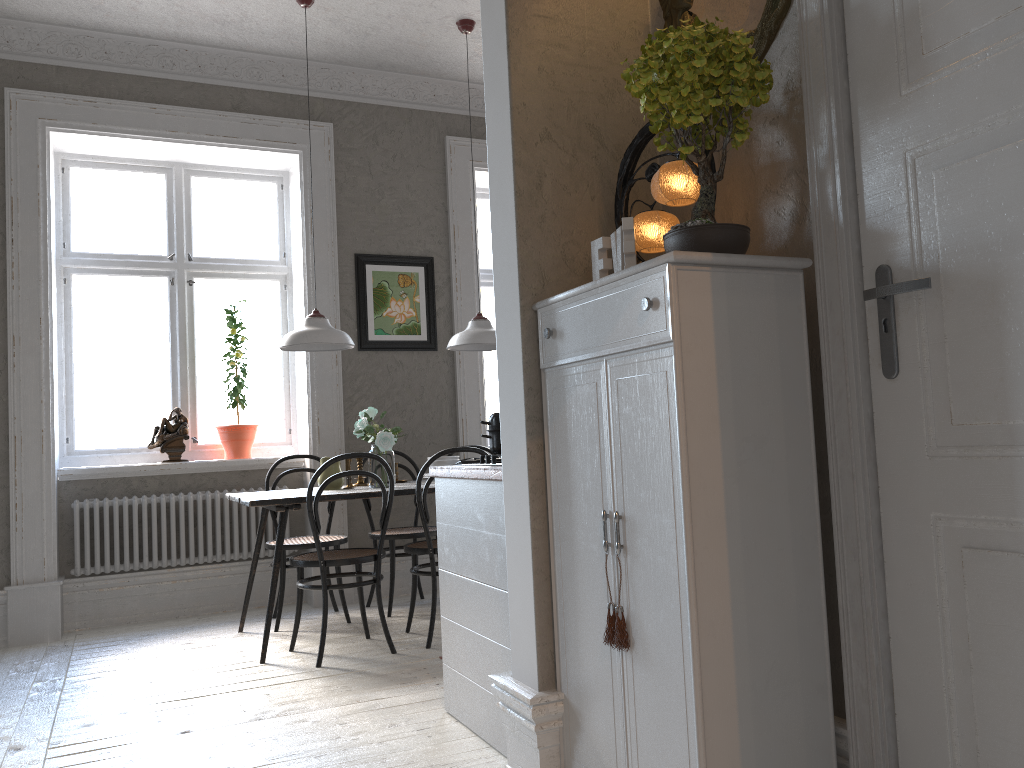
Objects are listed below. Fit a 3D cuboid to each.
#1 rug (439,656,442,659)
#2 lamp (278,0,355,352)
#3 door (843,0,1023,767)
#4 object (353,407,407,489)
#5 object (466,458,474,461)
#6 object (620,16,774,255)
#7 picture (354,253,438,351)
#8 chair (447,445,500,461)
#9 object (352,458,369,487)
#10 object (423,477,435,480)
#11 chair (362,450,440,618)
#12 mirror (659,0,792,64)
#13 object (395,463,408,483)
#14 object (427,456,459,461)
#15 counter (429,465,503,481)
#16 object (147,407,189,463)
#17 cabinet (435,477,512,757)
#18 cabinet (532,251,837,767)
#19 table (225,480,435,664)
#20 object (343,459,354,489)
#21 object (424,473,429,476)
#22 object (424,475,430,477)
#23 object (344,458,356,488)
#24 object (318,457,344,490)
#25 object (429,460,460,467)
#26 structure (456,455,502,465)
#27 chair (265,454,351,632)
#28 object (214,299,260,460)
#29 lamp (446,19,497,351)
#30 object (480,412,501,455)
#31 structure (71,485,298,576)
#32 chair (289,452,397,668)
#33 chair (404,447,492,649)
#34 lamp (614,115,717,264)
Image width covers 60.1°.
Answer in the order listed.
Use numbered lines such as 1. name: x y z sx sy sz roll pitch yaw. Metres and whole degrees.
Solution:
1. rug: 0.407 1.155 3.835 1.310 0.014 0.724 -1 -4 -25
2. lamp: -1.037 -1.105 4.572 0.376 1.858 0.383 -4 -4 13
3. door: 0.879 -0.125 1.489 0.081 2.182 0.739 -1 -4 -24
4. object: -0.670 0.317 4.480 0.256 0.414 0.306 -1 -4 -26
5. object: -0.257 0.465 4.798 0.128 0.119 0.124 -2 -4 -9
6. object: 0.419 -0.532 1.974 0.338 0.553 0.299 -3 -4 9
7. picture: -0.738 -0.519 5.671 0.530 0.619 0.019 -1 -4 -26
8. chair: -0.182 0.831 5.372 0.442 0.920 0.544 -2 -4 -12
9. object: -0.823 0.467 4.797 0.098 0.172 0.094 1 -5 -43
10. object: -0.379 0.529 4.971 0.239 0.027 0.236 -2 -4 -7
11. chair: -0.635 0.841 5.174 0.445 0.920 0.539 -1 -4 -27
12. mirror: 0.517 -1.035 2.251 0.072 0.593 0.524 -1 -4 -24
13. object: -0.660 0.504 5.032 0.142 0.112 0.136 0 -5 -42
14. object: -0.383 0.455 4.976 0.183 0.094 0.176 0 -4 -34
15. counter: 0.937 0.343 4.635 3.447 0.039 3.109 -1 -4 -25
16. object: -2.047 0.303 5.271 0.241 0.329 0.118 -1 -4 -24
17. cabinet: 1.272 0.715 4.269 1.959 0.854 4.257 -4 -4 22
18. cabinet: 0.375 0.404 2.074 0.390 1.297 0.655 -1 -4 -24
19. table: -0.458 0.897 4.726 1.952 0.735 0.890 -1 -4 -25
20. object: -0.848 0.458 4.585 0.060 0.167 0.059 -2 -4 -11
21. object: -0.380 0.511 4.972 0.238 0.027 0.237 -3 -4 -2
22. object: -0.380 0.519 4.972 0.233 0.027 0.242 -5 -4 33
23. object: -0.865 0.464 4.711 0.062 0.172 0.062 -3 -4 -3
24. object: -0.946 0.462 4.597 0.147 0.170 0.138 -5 -4 26
25. object: -0.382 0.475 4.975 0.183 0.094 0.176 0 -4 -34
26. structure: 0.169 0.252 3.110 0.616 0.031 0.488 -1 -4 -25
27. chair: -1.143 0.851 4.927 0.443 0.920 0.542 -2 -4 -17
28. object: -1.705 -0.033 5.464 0.267 0.991 0.273 -4 -4 14
29. lamp: -0.217 -1.122 4.963 0.384 1.858 0.374 -2 -4 -17
30. object: 0.004 0.172 3.121 0.186 0.147 0.197 -6 -5 45
31. structure: -1.896 0.846 5.192 1.245 0.428 0.146 -1 -4 -27
32. chair: -0.788 0.780 4.085 0.445 0.920 0.539 -1 -4 -27
33. chair: -0.299 0.770 4.323 0.443 0.920 0.542 -2 -4 -17
34. lamp: 0.386 -0.398 2.252 0.174 0.558 0.444 -2 -4 -16
